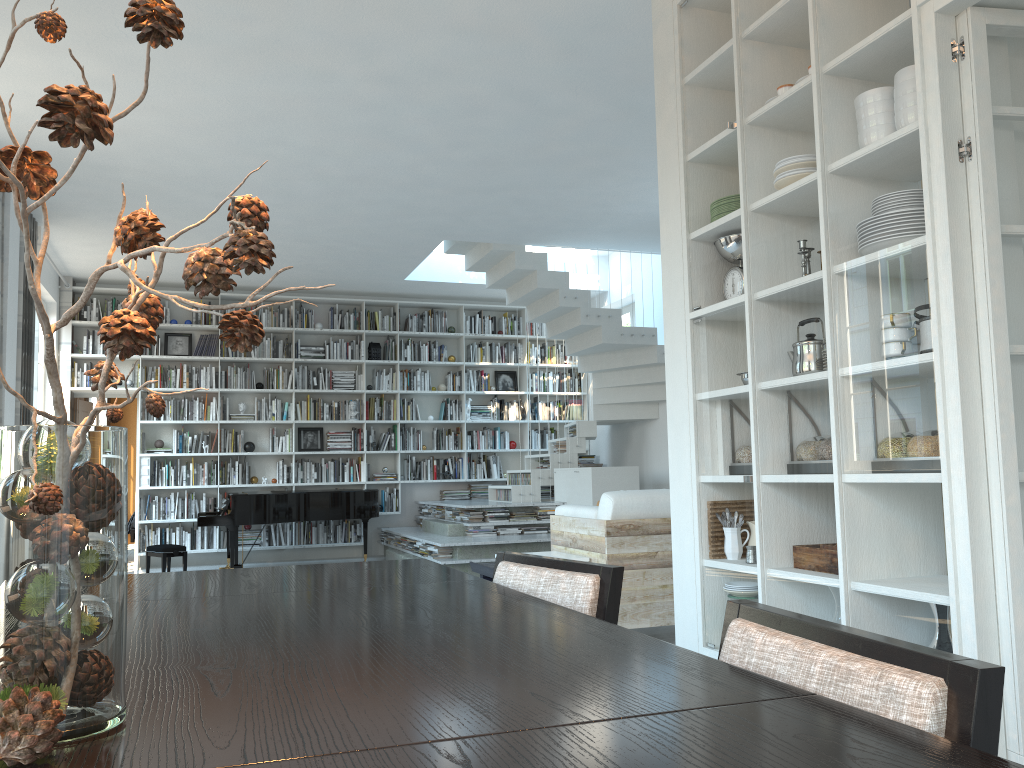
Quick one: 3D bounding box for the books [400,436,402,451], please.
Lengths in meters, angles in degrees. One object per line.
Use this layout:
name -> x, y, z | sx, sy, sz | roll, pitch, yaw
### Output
books -> -1.395, 0.741, 11.024 | 0.015, 0.188, 0.168 | 1, -6, -19

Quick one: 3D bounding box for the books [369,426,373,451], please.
books -> -1.734, 0.677, 10.908 | 0.013, 0.306, 0.141 | 1, -6, -19

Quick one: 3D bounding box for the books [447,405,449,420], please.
books -> -0.831, 0.371, 11.245 | 0.006, 0.209, 0.188 | 1, -6, -19

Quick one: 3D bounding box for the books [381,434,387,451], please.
books -> -1.596, 0.729, 10.955 | 0.090, 0.212, 0.143 | 1, -6, -19

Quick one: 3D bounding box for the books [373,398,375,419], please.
books -> -1.721, 0.319, 10.951 | 0.035, 0.293, 0.145 | 1, -6, -19

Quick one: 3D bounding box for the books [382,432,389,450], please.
books -> -1.581, 0.714, 10.960 | 0.094, 0.238, 0.150 | 1, -6, -19

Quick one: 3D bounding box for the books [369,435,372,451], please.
books -> -1.747, 0.732, 10.882 | 0.027, 0.192, 0.182 | 1, -6, -19

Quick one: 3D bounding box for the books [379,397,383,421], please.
books -> -1.617, 0.318, 10.961 | 0.019, 0.292, 0.182 | 1, -6, -19

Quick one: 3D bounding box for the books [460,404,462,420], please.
books -> -0.672, 0.373, 11.310 | 0.023, 0.212, 0.164 | 1, -6, -19

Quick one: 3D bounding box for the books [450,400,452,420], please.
books -> -0.790, 0.345, 11.264 | 0.018, 0.263, 0.165 | 1, -6, -19

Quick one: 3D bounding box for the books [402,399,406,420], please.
books -> -1.346, 0.328, 11.051 | 0.013, 0.278, 0.192 | 1, -6, -19

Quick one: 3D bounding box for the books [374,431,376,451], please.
books -> -1.702, 0.707, 10.926 | 0.035, 0.248, 0.141 | 1, -6, -19

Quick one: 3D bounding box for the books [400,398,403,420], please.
books -> -1.393, 0.325, 11.052 | 0.035, 0.287, 0.191 | 1, -6, -19

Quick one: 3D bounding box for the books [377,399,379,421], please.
books -> -1.672, 0.329, 10.980 | 0.035, 0.278, 0.139 | 1, -6, -19

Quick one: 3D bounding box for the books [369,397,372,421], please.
books -> -1.754, 0.318, 10.929 | 0.035, 0.293, 0.145 | 1, -6, -19

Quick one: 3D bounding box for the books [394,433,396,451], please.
books -> -1.470, 0.720, 10.991 | 0.021, 0.226, 0.148 | 1, -6, -19

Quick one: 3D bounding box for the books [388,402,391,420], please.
books -> -1.526, 0.348, 11.016 | 0.028, 0.239, 0.145 | 1, -6, -19

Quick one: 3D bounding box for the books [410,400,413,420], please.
books -> -1.258, 0.336, 11.102 | 0.006, 0.269, 0.178 | 1, -6, -19

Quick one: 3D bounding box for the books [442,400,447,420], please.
books -> -0.854, 0.344, 11.247 | 0.021, 0.264, 0.174 | 1, -6, -19

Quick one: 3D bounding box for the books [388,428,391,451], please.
books -> -1.518, 0.691, 10.987 | 0.013, 0.285, 0.139 | 1, -6, -19

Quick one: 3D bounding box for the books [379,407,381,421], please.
books -> -1.648, 0.378, 10.986 | 0.030, 0.181, 0.131 | 1, -6, -19

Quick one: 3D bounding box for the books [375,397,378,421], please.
books -> -1.683, 0.318, 10.952 | 0.019, 0.294, 0.164 | 1, -6, -19

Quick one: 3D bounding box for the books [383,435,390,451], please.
books -> -1.564, 0.733, 10.962 | 0.091, 0.205, 0.169 | 1, -6, -19

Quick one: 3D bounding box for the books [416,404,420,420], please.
books -> -1.190, 0.366, 11.109 | 0.051, 0.210, 0.177 | 1, -6, -19

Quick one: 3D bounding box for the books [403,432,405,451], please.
books -> -1.356, 0.694, 11.035 | 0.006, 0.281, 0.155 | 1, -6, -19

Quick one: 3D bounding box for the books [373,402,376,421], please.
books -> -1.699, 0.349, 10.947 | 0.015, 0.231, 0.180 | 1, -6, -19

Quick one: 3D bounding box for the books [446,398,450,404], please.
books -> -0.816, 0.330, 11.272 | 0.013, 0.295, 0.154 | 1, -6, -19

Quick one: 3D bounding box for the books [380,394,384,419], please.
books -> -1.612, 0.298, 10.984 | 0.021, 0.337, 0.169 | 1, -6, -19

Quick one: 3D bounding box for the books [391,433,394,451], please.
books -> -1.490, 0.720, 10.972 | 0.029, 0.223, 0.171 | 1, -6, -19

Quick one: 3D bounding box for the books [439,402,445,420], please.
books -> -0.891, 0.357, 11.240 | 0.056, 0.241, 0.153 | 1, -6, -19

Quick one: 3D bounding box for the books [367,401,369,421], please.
books -> -1.790, 0.343, 10.942 | 0.013, 0.246, 0.177 | 1, -6, -19

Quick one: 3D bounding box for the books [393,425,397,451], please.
books -> -1.454, 0.671, 10.999 | 0.014, 0.324, 0.183 | 1, -6, -19

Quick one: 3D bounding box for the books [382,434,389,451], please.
books -> -1.580, 0.728, 10.969 | 0.090, 0.215, 0.139 | 1, -6, -19

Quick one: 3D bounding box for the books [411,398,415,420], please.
books -> -1.246, 0.328, 11.113 | 0.013, 0.287, 0.159 | 1, -6, -19

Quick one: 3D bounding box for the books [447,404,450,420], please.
books -> -0.822, 0.366, 11.249 | 0.013, 0.219, 0.187 | 1, -6, -19

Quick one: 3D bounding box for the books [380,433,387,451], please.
books -> -1.608, 0.722, 10.956 | 0.095, 0.226, 0.144 | 1, -6, -19

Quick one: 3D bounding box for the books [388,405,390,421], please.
books -> -1.544, 0.364, 10.988 | 0.034, 0.204, 0.181 | 1, -6, -19

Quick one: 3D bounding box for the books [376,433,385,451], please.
books -> -1.631, 0.718, 10.922 | 0.095, 0.228, 0.190 | 1, -6, -19

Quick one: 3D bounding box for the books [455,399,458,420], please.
books -> -0.718, 0.340, 11.276 | 0.012, 0.273, 0.184 | 1, -6, -19

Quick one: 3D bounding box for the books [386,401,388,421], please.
books -> -1.565, 0.344, 10.974 | 0.027, 0.241, 0.189 | 1, -6, -19

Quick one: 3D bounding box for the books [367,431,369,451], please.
books -> -1.780, 0.704, 10.894 | 0.028, 0.252, 0.142 | 1, -6, -19

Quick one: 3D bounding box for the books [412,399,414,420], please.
books -> -1.255, 0.334, 11.109 | 0.006, 0.273, 0.167 | 1, -6, -19

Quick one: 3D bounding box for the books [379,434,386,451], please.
books -> -1.616, 0.728, 10.931 | 0.089, 0.210, 0.176 | 1, -6, -19

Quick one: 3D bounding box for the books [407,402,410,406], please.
books -> -1.301, 0.349, 11.091 | 0.008, 0.242, 0.169 | 1, -6, -19

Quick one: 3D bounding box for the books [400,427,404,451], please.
books -> -1.368, 0.687, 11.033 | 0.018, 0.295, 0.177 | 1, -6, -19

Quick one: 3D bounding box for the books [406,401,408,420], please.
books -> -1.329, 0.343, 11.086 | 0.013, 0.255, 0.144 | 1, -6, -19

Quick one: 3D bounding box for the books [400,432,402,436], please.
books -> -1.386, 0.717, 11.039 | 0.011, 0.239, 0.136 | 1, -6, -19

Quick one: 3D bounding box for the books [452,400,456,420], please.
books -> -0.747, 0.341, 11.289 | 0.032, 0.274, 0.154 | 1, -6, -19

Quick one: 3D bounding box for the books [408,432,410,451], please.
books -> -1.301, 0.721, 11.036 | 0.011, 0.226, 0.188 | 1, -6, -19

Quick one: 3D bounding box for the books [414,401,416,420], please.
books -> -1.227, 0.345, 11.126 | 0.007, 0.254, 0.161 | 1, -6, -19

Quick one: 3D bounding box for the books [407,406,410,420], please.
books -> -1.304, 0.372, 11.060 | 0.017, 0.191, 0.191 | 1, -6, -19

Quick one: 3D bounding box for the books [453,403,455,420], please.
books -> -0.759, 0.364, 11.266 | 0.012, 0.224, 0.178 | 1, -6, -19

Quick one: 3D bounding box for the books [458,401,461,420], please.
books -> -0.684, 0.351, 11.291 | 0.011, 0.252, 0.169 | 1, -6, -19

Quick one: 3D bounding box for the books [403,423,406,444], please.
books -> -1.344, 0.666, 11.060 | 0.007, 0.341, 0.149 | 1, -6, -19

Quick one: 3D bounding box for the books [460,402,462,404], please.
books -> -0.654, 0.355, 11.308 | 0.010, 0.245, 0.158 | 1, -6, -19

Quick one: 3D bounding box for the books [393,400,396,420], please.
books -> -1.470, 0.336, 11.044 | 0.033, 0.268, 0.142 | 1, -6, -19

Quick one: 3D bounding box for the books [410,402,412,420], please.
books -> -1.272, 0.350, 11.106 | 0.017, 0.242, 0.132 | 1, -6, -19

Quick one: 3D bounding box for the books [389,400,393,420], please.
books -> -1.503, 0.335, 11.020 | 0.032, 0.266, 0.143 | 1, -6, -19

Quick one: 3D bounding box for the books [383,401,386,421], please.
books -> -1.595, 0.341, 10.990 | 0.033, 0.252, 0.175 | 1, -6, -19
